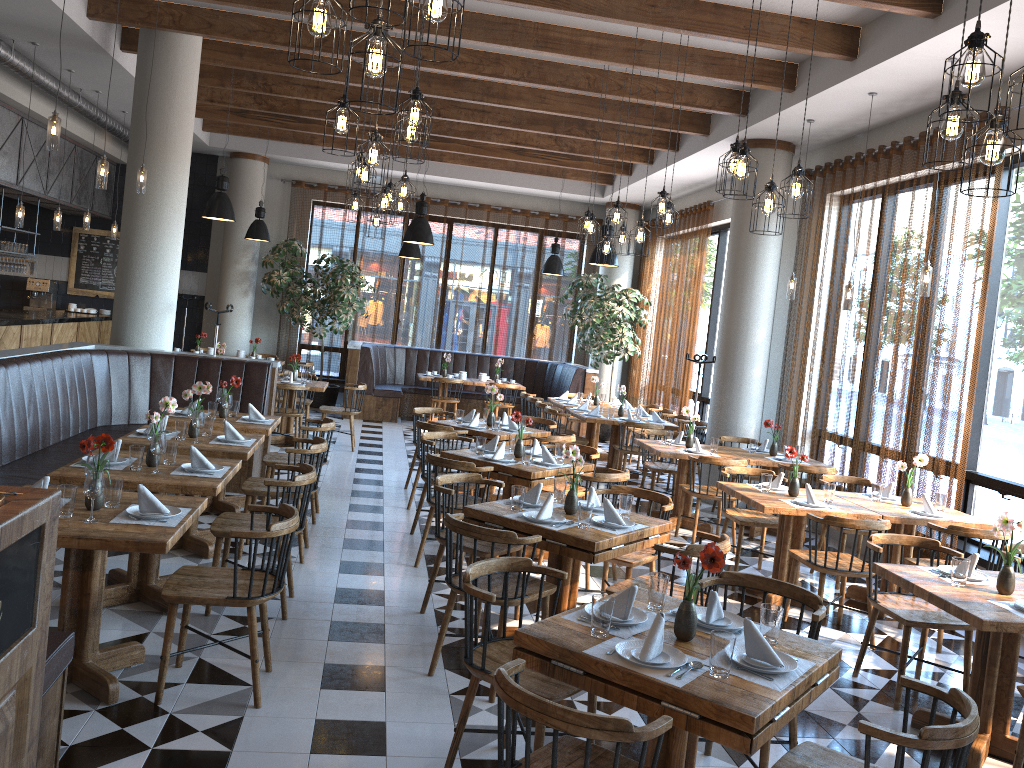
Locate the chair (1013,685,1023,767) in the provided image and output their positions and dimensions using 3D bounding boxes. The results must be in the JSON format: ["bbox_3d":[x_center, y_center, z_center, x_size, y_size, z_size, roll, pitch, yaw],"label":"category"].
[{"bbox_3d":[2.406,1.408,3.585,0.519,0.816,0.551,6,2,-9],"label":"chair"}]

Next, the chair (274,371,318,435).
[{"bbox_3d":[-2.837,0.267,11.564,0.519,0.816,0.551,6,2,-9],"label":"chair"}]

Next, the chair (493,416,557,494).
[{"bbox_3d":[0.135,0.766,9.105,0.521,0.816,0.549,8,3,36],"label":"chair"}]

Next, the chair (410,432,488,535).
[{"bbox_3d":[-0.499,0.835,7.189,0.551,0.816,0.519,8,3,36],"label":"chair"}]

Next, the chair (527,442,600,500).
[{"bbox_3d":[0.398,0.922,7.326,0.521,0.816,0.549,8,3,36],"label":"chair"}]

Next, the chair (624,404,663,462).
[{"bbox_3d":[1.834,0.693,12.677,0.549,0.816,0.520,6,2,-9],"label":"chair"}]

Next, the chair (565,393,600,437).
[{"bbox_3d":[1.008,0.576,13.062,0.519,0.816,0.551,6,2,-9],"label":"chair"}]

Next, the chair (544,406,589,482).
[{"bbox_3d":[0.619,0.710,10.610,0.549,0.816,0.520,6,2,-9],"label":"chair"}]

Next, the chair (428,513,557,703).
[{"bbox_3d":[-0.094,1.075,4.451,0.521,0.816,0.549,8,3,36],"label":"chair"}]

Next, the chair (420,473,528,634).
[{"bbox_3d":[-0.227,0.996,5.352,0.551,0.816,0.519,8,3,36],"label":"chair"}]

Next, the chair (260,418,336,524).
[{"bbox_3d":[-1.770,0.689,7.301,0.549,0.816,0.520,6,2,-9],"label":"chair"}]

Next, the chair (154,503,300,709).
[{"bbox_3d":[-1.287,0.976,4.034,0.549,0.816,0.520,6,2,-9],"label":"chair"}]

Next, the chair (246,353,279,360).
[{"bbox_3d":[-4.094,-0.070,14.370,0.519,0.816,0.551,6,2,-9],"label":"chair"}]

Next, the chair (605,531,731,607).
[{"bbox_3d":[0.802,1.163,4.587,0.551,0.816,0.519,8,3,36],"label":"chair"}]

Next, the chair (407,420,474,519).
[{"bbox_3d":[-0.629,0.758,8.067,0.521,0.816,0.549,8,3,36],"label":"chair"}]

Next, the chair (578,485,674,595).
[{"bbox_3d":[0.669,1.084,5.488,0.521,0.816,0.549,8,3,36],"label":"chair"}]

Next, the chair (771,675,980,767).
[{"bbox_3d":[1.079,1.327,2.718,0.551,0.816,0.519,8,3,36],"label":"chair"}]

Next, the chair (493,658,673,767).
[{"bbox_3d":[0.194,1.242,2.561,0.521,0.816,0.549,8,3,36],"label":"chair"}]

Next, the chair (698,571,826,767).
[{"bbox_3d":[0.946,1.248,3.619,0.521,0.816,0.549,8,3,36],"label":"chair"}]

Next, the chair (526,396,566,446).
[{"bbox_3d":[0.432,0.599,11.875,0.549,0.816,0.520,6,2,-9],"label":"chair"}]

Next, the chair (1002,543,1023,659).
[{"bbox_3d":[3.045,1.376,5.002,0.519,0.816,0.551,6,2,-9],"label":"chair"}]

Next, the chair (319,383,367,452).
[{"bbox_3d":[-2.115,0.387,10.989,0.549,0.816,0.520,6,2,-9],"label":"chair"}]

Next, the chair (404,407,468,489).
[{"bbox_3d":[-0.762,0.679,8.968,0.551,0.816,0.519,8,3,36],"label":"chair"}]

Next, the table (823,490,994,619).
[{"bbox_3d":[2.827,1.272,6.491,0.849,0.763,0.852,6,3,-9],"label":"table"}]

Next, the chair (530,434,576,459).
[{"bbox_3d":[0.268,0.845,8.204,0.551,0.816,0.519,8,3,36],"label":"chair"}]

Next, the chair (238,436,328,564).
[{"bbox_3d":[-1.609,0.785,6.212,0.549,0.816,0.520,6,2,-9],"label":"chair"}]

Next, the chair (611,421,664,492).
[{"bbox_3d":[1.429,0.827,10.207,0.519,0.816,0.551,6,2,-9],"label":"chair"}]

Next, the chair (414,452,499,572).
[{"bbox_3d":[-0.366,0.914,6.288,0.521,0.816,0.549,8,3,36],"label":"chair"}]

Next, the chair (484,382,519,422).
[{"bbox_3d":[-0.202,0.382,13.935,0.519,0.816,0.551,6,2,-9],"label":"chair"}]

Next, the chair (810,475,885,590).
[{"bbox_3d":[2.730,1.189,7.132,0.519,0.816,0.551,6,2,-9],"label":"chair"}]

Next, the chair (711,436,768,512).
[{"bbox_3d":[2.409,0.997,9.308,0.519,0.816,0.551,6,2,-9],"label":"chair"}]

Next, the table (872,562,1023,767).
[{"bbox_3d":[2.301,1.377,4.232,0.849,0.763,0.852,6,3,-9],"label":"table"}]

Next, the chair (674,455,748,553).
[{"bbox_3d":[1.769,1.030,7.891,0.519,0.816,0.551,6,2,-9],"label":"chair"}]

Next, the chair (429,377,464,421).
[{"bbox_3d":[-1.046,0.300,13.806,0.519,0.816,0.551,6,2,-9],"label":"chair"}]

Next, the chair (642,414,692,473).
[{"bbox_3d":[2.016,0.801,11.447,0.549,0.816,0.520,6,2,-9],"label":"chair"}]

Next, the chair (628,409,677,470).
[{"bbox_3d":[1.921,0.745,12.089,0.549,0.816,0.520,6,2,-9],"label":"chair"}]

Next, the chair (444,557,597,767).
[{"bbox_3d":[0.049,1.160,3.483,0.551,0.816,0.519,8,3,36],"label":"chair"}]

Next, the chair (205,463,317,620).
[{"bbox_3d":[-1.448,0.881,5.123,0.549,0.816,0.520,6,2,-9],"label":"chair"}]

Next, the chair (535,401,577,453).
[{"bbox_3d":[0.527,0.655,11.232,0.549,0.816,0.520,6,2,-9],"label":"chair"}]

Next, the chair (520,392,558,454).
[{"bbox_3d":[0.348,0.549,12.445,0.549,0.816,0.520,6,2,-9],"label":"chair"}]

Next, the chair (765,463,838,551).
[{"bbox_3d":[2.599,1.111,8.018,0.519,0.816,0.551,6,2,-9],"label":"chair"}]

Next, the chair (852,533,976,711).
[{"bbox_3d":[2.216,1.295,4.875,0.519,0.816,0.551,6,2,-9],"label":"chair"}]

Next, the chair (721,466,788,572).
[{"bbox_3d":[1.901,1.108,7.005,0.519,0.816,0.551,6,2,-9],"label":"chair"}]

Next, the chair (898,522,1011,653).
[{"bbox_3d":[2.921,1.302,5.842,0.519,0.816,0.551,6,2,-9],"label":"chair"}]

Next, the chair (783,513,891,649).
[{"bbox_3d":[2.091,1.221,5.715,0.519,0.816,0.551,6,2,-9],"label":"chair"}]

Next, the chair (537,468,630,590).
[{"bbox_3d":[0.531,1.001,6.425,0.551,0.816,0.519,8,3,36],"label":"chair"}]

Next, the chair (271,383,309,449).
[{"bbox_3d":[-2.643,0.383,10.250,0.519,0.816,0.551,6,2,-9],"label":"chair"}]

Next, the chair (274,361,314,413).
[{"bbox_3d":[-3.405,0.044,13.813,0.549,0.816,0.520,6,2,-9],"label":"chair"}]

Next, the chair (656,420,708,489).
[{"bbox_3d":[2.105,0.854,10.842,0.549,0.816,0.520,6,2,-9],"label":"chair"}]

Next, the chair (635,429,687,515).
[{"bbox_3d":[1.579,0.917,9.181,0.519,0.816,0.551,6,2,-9],"label":"chair"}]

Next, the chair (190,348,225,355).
[{"bbox_3d":[-4.938,-0.152,14.241,0.519,0.816,0.551,6,2,-9],"label":"chair"}]
